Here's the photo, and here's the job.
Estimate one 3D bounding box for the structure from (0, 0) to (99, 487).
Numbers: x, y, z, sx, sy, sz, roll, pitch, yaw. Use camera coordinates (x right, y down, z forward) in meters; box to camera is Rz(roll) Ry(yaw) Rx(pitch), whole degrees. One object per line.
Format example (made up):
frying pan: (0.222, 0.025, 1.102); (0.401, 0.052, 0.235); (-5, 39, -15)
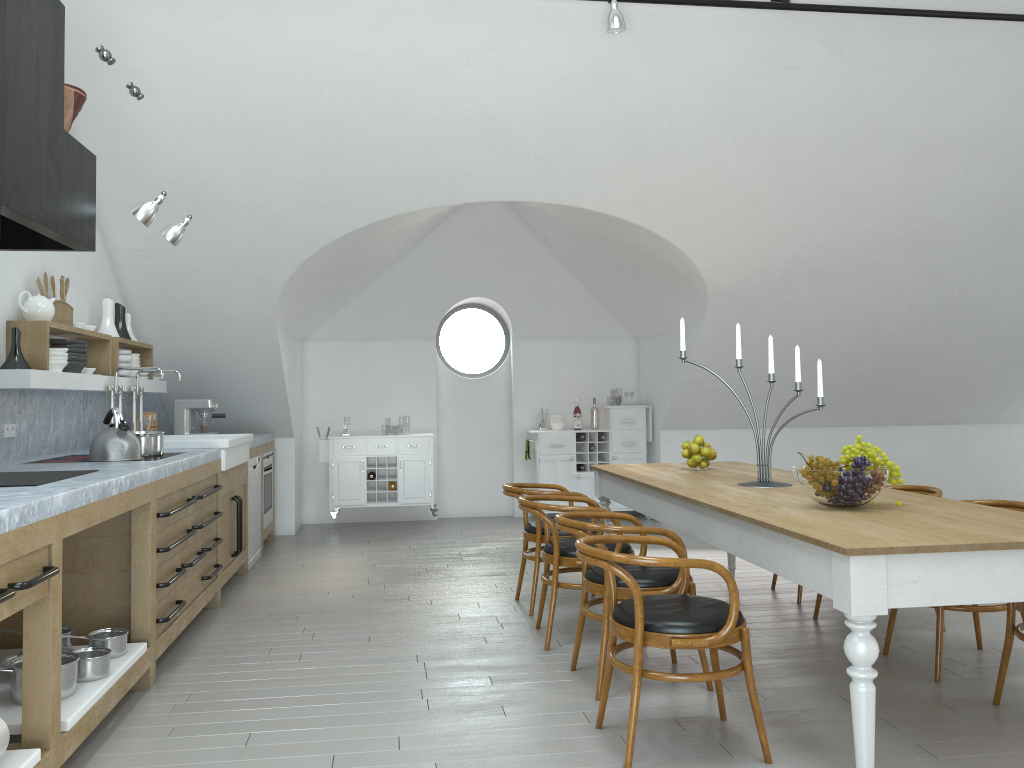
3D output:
structure: (-2.095, -0.575, 3.334); (0.780, 1.887, 1.074); (0, -2, -8)

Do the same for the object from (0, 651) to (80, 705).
object: (-1.727, 1.033, 3.114); (0.378, 0.164, 0.222); (0, -2, -18)

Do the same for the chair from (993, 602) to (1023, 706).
chair: (2.239, 0.907, 3.370); (0.621, 0.736, 0.526); (-1, -2, -5)

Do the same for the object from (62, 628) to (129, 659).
object: (-1.710, 1.061, 3.631); (0.261, 0.113, 0.153); (-1, -2, -8)

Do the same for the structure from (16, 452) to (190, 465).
structure: (-2.110, 0.408, 4.662); (0.647, 0.041, 0.736); (-1, -1, -8)

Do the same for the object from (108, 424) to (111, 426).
object: (-2.099, 0.298, 4.876); (0.236, 0.167, 0.051); (0, -3, -13)

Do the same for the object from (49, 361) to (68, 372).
object: (-2.567, -0.094, 4.923); (0.181, 0.064, 0.181); (-1, -1, 15)

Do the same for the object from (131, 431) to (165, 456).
object: (-2.076, 0.325, 4.958); (0.232, 0.170, 0.394); (0, -1, -28)

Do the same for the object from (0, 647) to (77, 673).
object: (-1.916, 1.058, 3.339); (0.508, 0.052, 0.263); (0, -1, -31)

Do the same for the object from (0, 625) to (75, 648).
object: (-1.952, 1.057, 3.646); (0.308, 0.134, 0.181); (-1, -2, 16)

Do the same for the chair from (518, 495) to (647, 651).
chair: (0.344, 0.954, 4.625); (0.621, 0.736, 0.526); (-1, -2, -5)

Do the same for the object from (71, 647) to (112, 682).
object: (-1.648, 1.055, 3.335); (0.261, 0.113, 0.153); (0, -2, -18)

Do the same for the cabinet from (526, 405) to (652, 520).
cabinet: (0.782, 0.809, 9.170); (1.242, 1.155, 0.609); (-1, -2, -8)

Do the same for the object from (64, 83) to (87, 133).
object: (-2.000, -1.127, 3.733); (0.366, 0.237, 0.347); (-1, -2, 10)

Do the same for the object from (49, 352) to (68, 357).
object: (-2.568, -0.140, 4.927); (0.181, 0.069, 0.181); (-1, -1, 10)

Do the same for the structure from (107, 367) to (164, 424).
structure: (-2.443, 0.157, 5.737); (0.332, 0.530, 0.214); (0, -3, -27)

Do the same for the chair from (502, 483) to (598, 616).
chair: (0.255, 0.967, 5.342); (0.621, 0.736, 0.526); (0, -2, -11)

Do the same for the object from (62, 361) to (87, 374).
object: (-2.606, -0.093, 5.203); (0.205, 0.072, 0.205); (0, -1, -20)

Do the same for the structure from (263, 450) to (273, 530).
structure: (-2.393, 0.906, 7.618); (0.631, 0.637, 0.631); (-1, -2, -8)

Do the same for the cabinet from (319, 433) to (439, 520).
cabinet: (-1.299, 0.897, 8.688); (1.134, 0.790, 0.496); (-1, -2, -8)

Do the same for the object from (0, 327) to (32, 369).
object: (-2.533, -0.180, 4.526); (0.156, 0.219, 0.156); (0, -2, -27)

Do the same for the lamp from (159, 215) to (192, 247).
lamp: (-1.818, -0.828, 4.795); (0.169, 0.176, 0.112); (0, -2, -16)

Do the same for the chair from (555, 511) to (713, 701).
chair: (0.503, 0.940, 3.913); (0.621, 0.736, 0.526); (0, -2, -11)

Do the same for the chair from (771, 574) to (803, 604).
chair: (1.986, 0.946, 5.530); (0.621, 0.736, 0.526); (-1, -2, -5)

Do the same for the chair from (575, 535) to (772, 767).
chair: (0.542, 0.928, 3.188); (0.621, 0.736, 0.526); (-1, -2, -8)

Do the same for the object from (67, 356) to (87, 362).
object: (-2.606, -0.119, 5.204); (0.205, 0.086, 0.205); (-1, -1, 30)

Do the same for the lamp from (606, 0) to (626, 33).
lamp: (0.582, -2.059, 4.969); (0.114, 0.175, 0.112); (-3, -3, 45)

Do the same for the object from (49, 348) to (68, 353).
object: (-2.569, -0.168, 4.930); (0.181, 0.076, 0.180); (-1, -1, 30)

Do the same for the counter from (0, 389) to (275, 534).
counter: (-2.216, 0.149, 4.917); (0.961, 0.620, 6.568); (-1, -1, -8)

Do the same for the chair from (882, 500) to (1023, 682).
chair: (2.100, 0.921, 4.084); (0.621, 0.736, 0.526); (-1, -2, -8)

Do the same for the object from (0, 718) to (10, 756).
object: (-1.593, 0.975, 2.232); (0.429, 0.232, 0.526); (-1, -1, -10)

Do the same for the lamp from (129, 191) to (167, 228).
lamp: (-1.743, -0.835, 4.223); (0.164, 0.178, 0.115); (-1, -2, 10)

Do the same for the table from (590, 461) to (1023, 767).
table: (1.255, 0.901, 4.288); (1.018, 0.800, 3.345); (-1, -1, -8)

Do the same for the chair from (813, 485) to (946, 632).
chair: (2.016, 0.934, 4.806); (0.621, 0.736, 0.526); (0, -2, -13)

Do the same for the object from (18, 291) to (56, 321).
object: (-2.586, -0.414, 4.828); (0.174, 0.169, 0.167); (0, -2, -24)

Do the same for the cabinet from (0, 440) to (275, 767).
cabinet: (-2.173, 0.967, 4.809); (1.004, 1.023, 6.421); (-1, -1, -8)

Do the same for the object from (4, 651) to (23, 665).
object: (-1.898, 1.059, 3.423); (0.061, 0.035, 0.169); (-1, -1, -8)

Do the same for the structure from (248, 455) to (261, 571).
structure: (-2.293, 0.987, 6.866); (0.598, 0.824, 0.723); (-1, -2, -8)

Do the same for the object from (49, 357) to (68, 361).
object: (-2.568, -0.116, 4.923); (0.181, 0.065, 0.181); (-1, -1, 30)

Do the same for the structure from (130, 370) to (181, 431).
structure: (-2.509, 0.166, 6.221); (0.332, 0.530, 0.214); (0, -3, -27)

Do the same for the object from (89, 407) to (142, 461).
object: (-2.006, 0.252, 4.488); (0.246, 0.268, 0.246); (-1, -2, 2)
